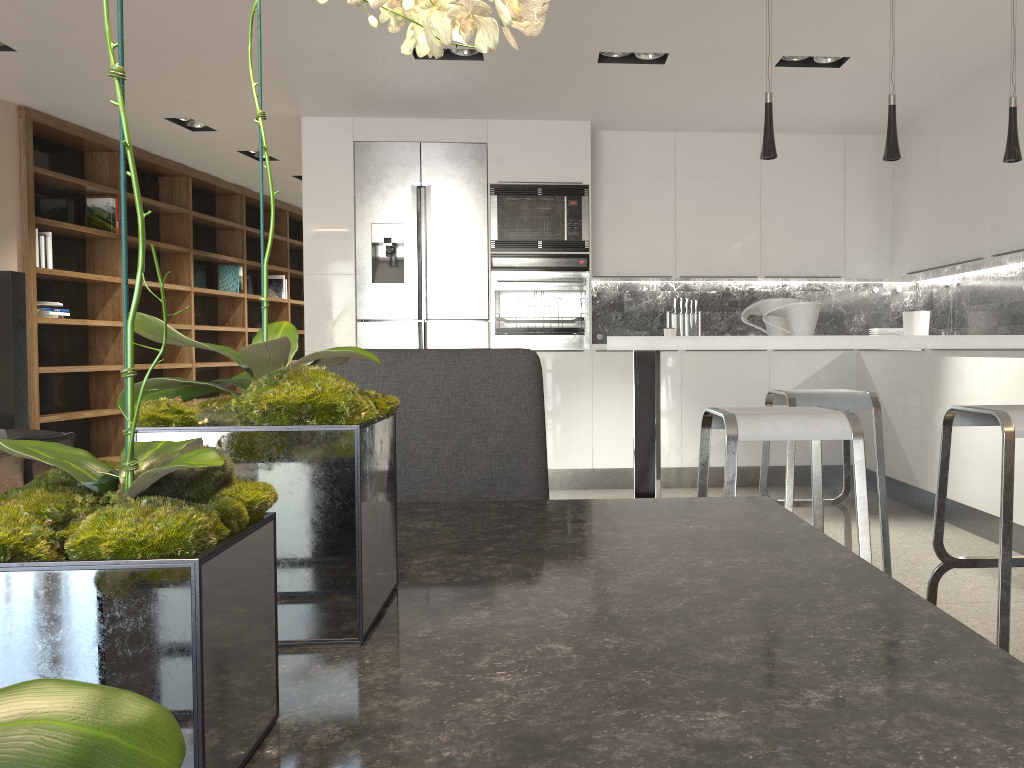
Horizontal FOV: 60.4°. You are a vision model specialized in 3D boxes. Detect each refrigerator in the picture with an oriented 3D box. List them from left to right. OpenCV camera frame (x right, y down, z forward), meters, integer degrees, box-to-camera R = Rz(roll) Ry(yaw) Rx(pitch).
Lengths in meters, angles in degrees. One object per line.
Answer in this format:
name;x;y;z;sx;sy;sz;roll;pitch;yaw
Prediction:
refrigerator;-0.587;-0.445;6.158;0.879;2.342;0.580;0;2;-2

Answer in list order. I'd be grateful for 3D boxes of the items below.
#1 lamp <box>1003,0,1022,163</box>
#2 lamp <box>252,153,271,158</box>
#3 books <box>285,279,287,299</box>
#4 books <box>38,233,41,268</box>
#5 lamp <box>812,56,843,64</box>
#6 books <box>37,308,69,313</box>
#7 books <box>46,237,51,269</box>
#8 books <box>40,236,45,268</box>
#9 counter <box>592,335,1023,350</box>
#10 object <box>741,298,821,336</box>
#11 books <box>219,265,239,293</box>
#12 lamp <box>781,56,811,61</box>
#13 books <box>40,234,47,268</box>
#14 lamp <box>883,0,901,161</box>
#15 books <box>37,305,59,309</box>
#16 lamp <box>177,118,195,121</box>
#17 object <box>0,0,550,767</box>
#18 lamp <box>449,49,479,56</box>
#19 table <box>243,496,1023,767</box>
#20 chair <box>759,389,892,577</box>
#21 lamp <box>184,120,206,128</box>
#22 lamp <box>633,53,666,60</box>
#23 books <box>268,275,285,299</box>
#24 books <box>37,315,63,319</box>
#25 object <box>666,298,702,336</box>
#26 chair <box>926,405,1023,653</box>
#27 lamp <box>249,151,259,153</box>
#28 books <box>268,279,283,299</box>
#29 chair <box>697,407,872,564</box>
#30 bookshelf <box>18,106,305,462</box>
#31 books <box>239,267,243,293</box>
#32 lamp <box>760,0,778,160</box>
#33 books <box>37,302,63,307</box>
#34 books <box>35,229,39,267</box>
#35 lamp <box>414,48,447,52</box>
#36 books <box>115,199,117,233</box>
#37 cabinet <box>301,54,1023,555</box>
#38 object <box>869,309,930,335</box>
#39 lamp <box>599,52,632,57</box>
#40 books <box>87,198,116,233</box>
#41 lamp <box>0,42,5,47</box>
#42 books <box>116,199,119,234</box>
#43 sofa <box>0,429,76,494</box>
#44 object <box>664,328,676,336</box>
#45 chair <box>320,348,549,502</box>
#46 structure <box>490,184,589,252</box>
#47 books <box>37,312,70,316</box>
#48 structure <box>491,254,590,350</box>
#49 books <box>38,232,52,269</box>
lamp;1.861;-1.250;3.265;0.058;0.845;0.057;0;2;-1
lamp;-1.983;-1.848;7.030;0.167;0.077;0.187;2;3;45
books;-2.428;-0.990;9.200;0.153;0.205;0.021;0;2;6
books;-3.106;-0.858;5.656;0.149;0.222;0.023;0;2;6
lamp;1.701;-1.774;4.728;0.186;0.077;0.168;-2;2;-30
books;-3.099;-0.487;5.843;0.160;0.023;0.235;0;2;10
books;-3.090;-0.854;5.748;0.153;0.205;0.021;0;2;6
books;-3.092;-0.851;5.676;0.153;0.205;0.021;0;2;6
counter;1.697;-0.205;4.658;2.705;0.041;4.015;0;2;0
object;0.901;-0.223;2.946;0.188;0.133;0.437;0;2;2
books;-2.642;-0.978;8.213;0.198;0.260;0.015;0;2;6
lamp;1.520;-1.773;4.715;0.185;0.077;0.169;-1;2;-25
books;-3.103;-0.860;5.728;0.149;0.222;0.023;0;2;6
lamp;1.397;-1.247;3.230;0.058;0.845;0.057;0;2;-1
books;-3.149;-0.509;5.838;0.146;0.023;0.223;0;2;6
lamp;-2.196;-1.803;5.887;0.167;0.077;0.186;2;3;44
object;-0.132;-0.068;0.462;0.313;0.501;0.568;0;2;-3
lamp;-0.244;-1.761;4.584;0.183;0.077;0.171;-1;2;-18
table;-0.197;0.568;0.380;1.045;0.760;1.596;0;2;0
chair;1.189;0.425;3.401;0.423;0.800;0.429;0;2;-1
lamp;-2.163;-1.810;6.066;0.167;0.077;0.187;2;3;45
lamp;0.730;-1.768;4.657;0.183;0.077;0.171;-1;2;-18
books;-2.445;-1.005;9.136;0.172;0.243;0.019;0;2;6
books;-3.094;-0.446;5.859;0.161;0.022;0.197;-1;2;-21
object;1.252;-0.459;6.397;0.291;0.336;0.060;0;2;0
chair;1.415;0.463;2.405;0.423;0.800;0.429;0;2;-1
lamp;-2.017;-1.841;6.852;0.167;0.077;0.186;2;3;44
books;-2.446;-0.986;9.115;0.153;0.205;0.022;0;2;6
chair;0.707;0.468;2.352;0.423;0.800;0.429;0;2;-1
bookshelf;-2.548;-0.615;8.789;0.286;2.489;6.644;0;2;11
books;-2.618;-0.972;8.232;0.191;0.245;0.028;0;2;6
lamp;0.932;-1.244;3.195;0.058;0.845;0.057;0;2;-1
books;-3.095;-0.531;5.856;0.161;0.020;0.197;-1;2;-21
books;-3.109;-0.866;5.611;0.172;0.243;0.019;0;2;6
lamp;-0.426;-1.759;4.570;0.178;0.077;0.176;0;2;-1
books;-2.971;-1.223;6.413;0.176;0.251;0.024;0;2;6
cabinet;0.763;-0.414;3.146;4.468;2.500;6.894;0;2;0
object;2.784;-0.413;6.354;0.350;0.234;0.559;0;2;9
lamp;0.549;-1.766;4.643;0.178;0.077;0.176;0;2;-1
books;-2.978;-1.220;6.380;0.190;0.248;0.043;0;2;6
lamp;-2.625;-1.744;4.409;0.186;0.077;0.167;-2;3;-36
books;-2.966;-1.224;6.436;0.176;0.251;0.024;0;2;6
sofa;-2.981;0.543;1.969;2.699;0.703;2.521;0;2;8
object;1.134;-0.346;6.309;0.097;0.117;0.087;-2;3;-42
chair;-0.143;0.433;1.217;0.430;0.964;0.570;0;2;0
structure;0.198;-1.128;6.225;0.664;0.450;0.609;0;2;-1
books;-3.092;-0.466;5.840;0.175;0.019;0.243;0;2;0
structure;0.202;-0.562;6.195;0.669;0.650;0.647;0;2;-1
books;-3.104;-0.873;5.768;0.172;0.243;0.019;0;2;6
